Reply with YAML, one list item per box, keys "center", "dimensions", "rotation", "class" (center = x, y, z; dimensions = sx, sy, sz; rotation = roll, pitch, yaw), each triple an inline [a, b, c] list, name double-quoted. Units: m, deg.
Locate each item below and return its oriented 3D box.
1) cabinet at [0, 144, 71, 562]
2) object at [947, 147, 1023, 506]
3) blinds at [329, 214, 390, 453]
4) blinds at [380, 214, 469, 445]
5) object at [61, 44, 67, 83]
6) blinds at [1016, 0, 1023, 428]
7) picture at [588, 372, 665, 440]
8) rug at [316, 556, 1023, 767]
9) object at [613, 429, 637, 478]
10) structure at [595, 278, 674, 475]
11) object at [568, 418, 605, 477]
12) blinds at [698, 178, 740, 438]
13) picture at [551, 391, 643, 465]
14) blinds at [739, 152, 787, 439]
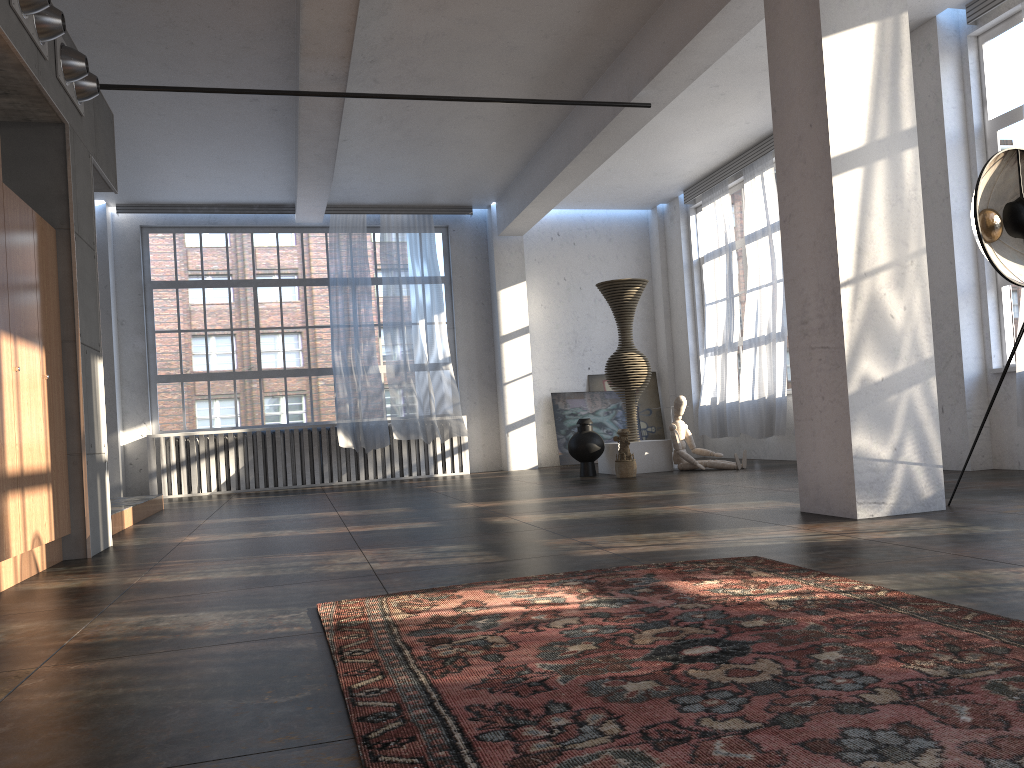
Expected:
- center: [-6.477, -0.222, 3.341]
  dimensions: [8.194, 2.561, 2.355]
  rotation: [-3, -2, -16]
  class: "cabinet"
- center: [2.659, -0.265, 4.700]
  dimensions: [1.067, 1.918, 1.168]
  rotation: [-3, -2, -15]
  class: "object"
- center: [-2.202, -0.801, 12.437]
  dimensions: [0.700, 3.557, 0.868]
  rotation: [-3, -2, -16]
  class: "blinds"
- center: [-1.296, -0.892, 12.558]
  dimensions: [1.068, 3.499, 0.989]
  rotation: [-3, -2, -15]
  class: "blinds"
- center: [-4.933, -0.038, 3.201]
  dimensions: [0.146, 0.209, 0.059]
  rotation: [-3, -2, -16]
  class: "object"
- center: [4.214, -1.463, 6.693]
  dimensions: [0.318, 3.711, 1.014]
  rotation: [-3, -2, -15]
  class: "blinds"
- center: [1.823, 0.514, 13.921]
  dimensions: [1.160, 1.385, 0.250]
  rotation: [-3, -2, -16]
  class: "picture"
- center: [0.504, 0.692, 2.209]
  dimensions: [1.874, 0.029, 2.856]
  rotation: [-3, -3, -15]
  class: "rug"
- center: [1.253, 0.799, 9.815]
  dimensions: [0.237, 0.600, 0.222]
  rotation: [-4, -2, 13]
  class: "object"
- center: [1.425, -0.073, 10.791]
  dimensions: [0.684, 2.325, 0.742]
  rotation: [-3, -2, -15]
  class: "structure"
- center: [0.890, 0.760, 10.607]
  dimensions: [0.434, 0.693, 0.452]
  rotation: [-5, -2, 39]
  class: "object"
- center: [2.835, -1.102, 12.253]
  dimensions: [0.343, 3.695, 1.023]
  rotation: [-3, -2, -17]
  class: "blinds"
- center: [1.339, 0.661, 13.672]
  dimensions: [1.449, 1.141, 0.301]
  rotation: [-3, -2, -18]
  class: "picture"
- center: [3.131, -1.169, 11.113]
  dimensions: [0.318, 3.711, 1.014]
  rotation: [-3, -2, -15]
  class: "blinds"
